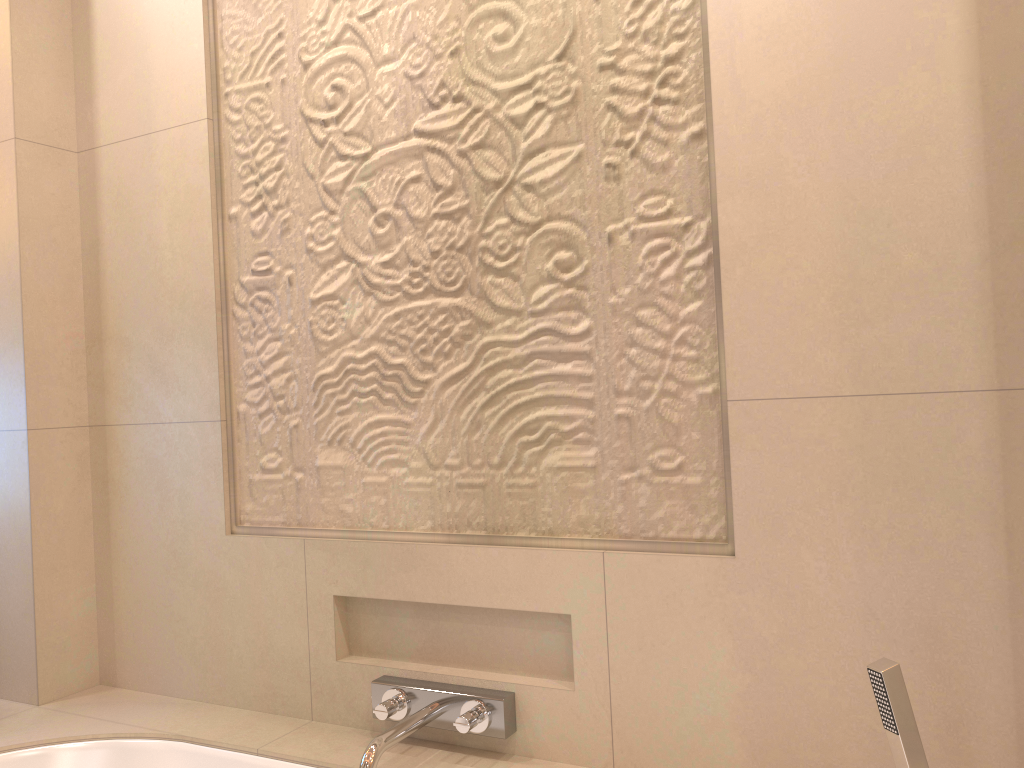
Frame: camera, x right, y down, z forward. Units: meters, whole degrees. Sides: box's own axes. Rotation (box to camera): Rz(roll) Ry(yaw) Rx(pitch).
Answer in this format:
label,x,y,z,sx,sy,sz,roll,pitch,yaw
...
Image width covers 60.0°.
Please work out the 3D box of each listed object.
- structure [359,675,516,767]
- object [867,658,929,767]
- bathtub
label,x,y,z,sx,sy,sz,roll,pitch,yaw
structure,-0.181,0.591,1.495,0.290,0.097,0.259,-3,-1,28
object,0.498,0.475,1.087,0.114,0.280,0.059,-3,-1,-17
bathtub,-0.351,0.927,1.134,2.662,0.540,1.060,-3,-1,28
